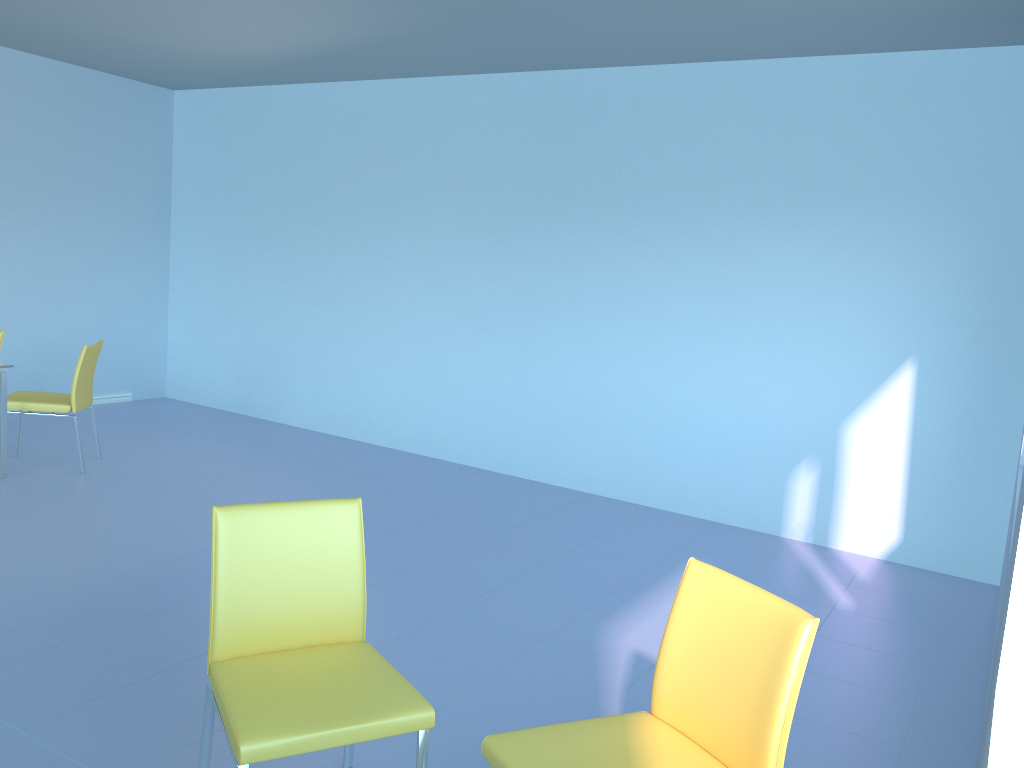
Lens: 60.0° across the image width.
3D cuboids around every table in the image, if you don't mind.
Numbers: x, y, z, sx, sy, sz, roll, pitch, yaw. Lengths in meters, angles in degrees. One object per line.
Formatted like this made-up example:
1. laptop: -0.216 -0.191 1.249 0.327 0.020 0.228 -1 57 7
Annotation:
1. table: -3.288 0.145 4.603 1.173 0.590 0.730 9 8 30

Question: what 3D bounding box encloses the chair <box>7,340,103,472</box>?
1. chair: -2.556 0.102 4.925 0.484 0.695 0.387 3 7 -12

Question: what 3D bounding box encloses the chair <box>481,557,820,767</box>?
1. chair: 0.243 0.731 1.653 0.484 0.695 0.387 0 8 -29

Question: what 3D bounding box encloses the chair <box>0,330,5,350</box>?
1. chair: -3.243 0.025 5.113 0.387 0.695 0.484 8 8 27

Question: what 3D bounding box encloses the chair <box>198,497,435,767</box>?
1. chair: -0.438 0.647 1.906 0.387 0.695 0.484 0 8 -29
